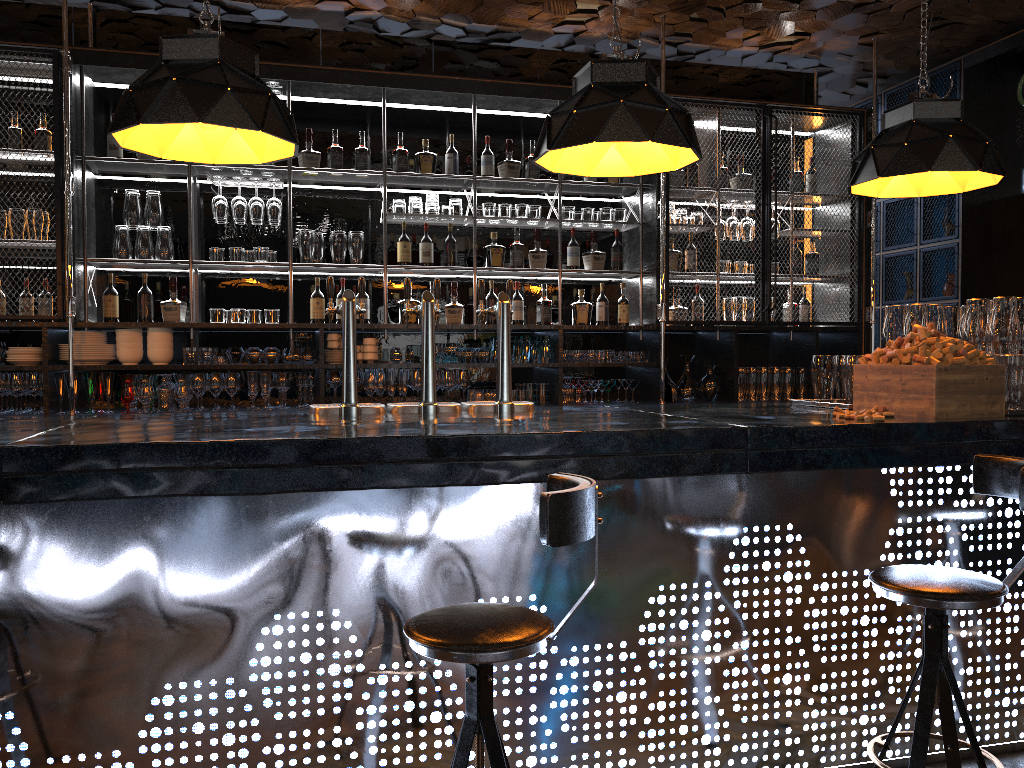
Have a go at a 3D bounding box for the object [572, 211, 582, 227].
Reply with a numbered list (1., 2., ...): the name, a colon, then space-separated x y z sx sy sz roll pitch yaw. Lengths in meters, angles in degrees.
1. object: 0.447 -1.123 6.038 0.089 0.092 0.089 -1 2 -29

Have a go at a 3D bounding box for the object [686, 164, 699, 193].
1. object: 1.247 -1.475 6.127 0.086 0.297 0.086 1 2 34

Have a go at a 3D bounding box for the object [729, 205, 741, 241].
1. object: 1.584 -1.145 6.299 0.092 0.244 0.092 -1 2 -21

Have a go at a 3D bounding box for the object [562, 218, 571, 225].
1. object: 0.360 -1.121 5.980 0.089 0.092 0.089 1 2 29

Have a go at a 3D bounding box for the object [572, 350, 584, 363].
1. object: 0.424 -0.179 5.741 0.084 0.082 0.084 -1 2 -14

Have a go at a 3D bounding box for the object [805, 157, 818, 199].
1. object: 2.157 -1.487 6.393 0.086 0.298 0.086 1 2 39

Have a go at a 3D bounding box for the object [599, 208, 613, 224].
1. object: 0.626 -1.119 5.897 0.089 0.092 0.089 1 2 24

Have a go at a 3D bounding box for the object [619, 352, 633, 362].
1. object: 0.753 -0.178 5.865 0.088 0.070 0.098 0 2 20

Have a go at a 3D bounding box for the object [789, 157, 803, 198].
1. object: 2.029 -1.476 6.332 0.083 0.282 0.083 0 2 0

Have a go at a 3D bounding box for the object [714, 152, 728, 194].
1. object: 1.453 -1.471 6.179 0.083 0.282 0.083 -1 2 -15

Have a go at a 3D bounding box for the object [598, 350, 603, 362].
1. object: 0.592 -0.184 5.885 0.084 0.082 0.084 0 2 -9

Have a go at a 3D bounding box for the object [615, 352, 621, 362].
1. object: 0.729 -0.181 5.959 0.088 0.070 0.098 0 2 8

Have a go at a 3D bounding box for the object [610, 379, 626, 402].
1. object: 0.730 0.044 6.092 0.107 0.152 0.107 0 2 -9

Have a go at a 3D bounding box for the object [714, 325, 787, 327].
1. object: 1.675 -0.404 6.213 0.437 0.019 0.273 -1 2 -15

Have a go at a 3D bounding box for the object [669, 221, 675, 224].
1. object: 1.060 -1.123 6.005 0.089 0.092 0.089 0 2 11

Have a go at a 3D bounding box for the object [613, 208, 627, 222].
1. object: 0.721 -1.120 5.929 0.089 0.092 0.089 -1 2 -29

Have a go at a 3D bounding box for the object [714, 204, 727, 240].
1. object: 1.477 -1.144 6.271 0.092 0.244 0.092 -1 2 -21

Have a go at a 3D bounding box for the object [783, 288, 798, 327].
1. object: 1.991 -0.542 6.350 0.083 0.282 0.083 -1 2 -30

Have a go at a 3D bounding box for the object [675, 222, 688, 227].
1. object: 1.155 -1.125 6.056 0.089 0.092 0.089 0 2 11

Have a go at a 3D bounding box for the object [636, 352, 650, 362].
1. object: 0.864 -0.178 5.842 0.088 0.070 0.098 0 2 -5

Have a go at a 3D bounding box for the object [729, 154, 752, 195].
1. object: 1.603 -1.470 6.220 0.123 0.279 0.123 -1 2 -11

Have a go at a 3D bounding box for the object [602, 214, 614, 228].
1. object: 0.657 -1.125 6.081 0.089 0.092 0.089 1 2 24

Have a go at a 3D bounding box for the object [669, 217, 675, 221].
1. object: 1.060 -1.146 6.005 0.089 0.092 0.089 0 2 11

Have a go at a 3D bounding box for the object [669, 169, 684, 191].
1. object: 1.106 -1.463 6.072 0.123 0.279 0.123 0 2 -6

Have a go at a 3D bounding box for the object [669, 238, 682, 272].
1. object: 1.093 -0.877 6.100 0.151 0.248 0.094 0 2 -6

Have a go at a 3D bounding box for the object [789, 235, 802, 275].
1. object: 2.028 -0.914 6.352 0.086 0.299 0.086 1 2 34

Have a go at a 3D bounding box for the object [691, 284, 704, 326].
1. object: 1.290 -0.543 6.167 0.086 0.299 0.086 1 2 34

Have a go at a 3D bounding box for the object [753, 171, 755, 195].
1. object: 1.756 -1.474 6.259 0.083 0.282 0.083 -1 2 -30

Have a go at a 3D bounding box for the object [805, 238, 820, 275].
1. object: 2.161 -0.907 6.384 0.083 0.282 0.083 0 2 -5

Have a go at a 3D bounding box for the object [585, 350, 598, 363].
1. object: 0.519 -0.180 5.764 0.084 0.082 0.084 0 2 3

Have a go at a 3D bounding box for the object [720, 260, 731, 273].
1. object: 1.467 -0.803 6.115 0.089 0.092 0.089 -1 2 -31

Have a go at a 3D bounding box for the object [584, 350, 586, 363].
1. object: 0.512 -0.183 5.864 0.084 0.082 0.084 0 2 13

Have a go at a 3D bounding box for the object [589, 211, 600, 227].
1. object: 0.554 -1.123 6.041 0.089 0.092 0.089 -1 2 -29

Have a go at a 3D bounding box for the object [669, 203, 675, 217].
1. object: 1.059 -1.172 6.004 0.089 0.092 0.089 0 2 11

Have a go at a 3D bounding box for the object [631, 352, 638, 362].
1. object: 0.836 -0.181 5.937 0.098 0.070 0.088 0 2 12

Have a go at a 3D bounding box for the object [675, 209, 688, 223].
1. object: 1.155 -1.146 6.056 0.089 0.092 0.089 0 2 11

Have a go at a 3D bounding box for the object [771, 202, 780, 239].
1. object: 1.822 -1.142 6.192 0.092 0.244 0.092 -1 2 -21

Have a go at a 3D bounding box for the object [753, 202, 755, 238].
1. object: 1.722 -1.141 6.165 0.092 0.244 0.092 -1 2 -21

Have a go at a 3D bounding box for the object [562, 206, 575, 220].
1. object: 0.372 -1.116 5.839 0.089 0.092 0.089 -1 2 -29

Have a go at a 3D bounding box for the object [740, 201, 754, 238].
1. object: 1.626 -1.140 6.140 0.092 0.244 0.092 -1 2 -21

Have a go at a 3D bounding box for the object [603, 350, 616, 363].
1. object: 0.634 -0.182 5.795 0.084 0.082 0.084 -1 2 -33

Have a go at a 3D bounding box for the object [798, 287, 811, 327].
1. object: 2.109 -0.551 6.395 0.086 0.298 0.086 1 2 34

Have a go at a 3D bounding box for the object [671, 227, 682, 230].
1. object: 1.145 -1.130 6.217 0.089 0.092 0.089 1 2 36

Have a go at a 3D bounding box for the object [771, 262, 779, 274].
1. object: 1.838 -0.809 6.257 0.089 0.092 0.089 -1 2 -31

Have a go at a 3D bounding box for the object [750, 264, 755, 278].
1. object: 1.753 -0.812 6.374 0.089 0.092 0.089 -1 2 -31

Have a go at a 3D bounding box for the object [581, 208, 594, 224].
1. object: 0.504 -1.119 5.904 0.089 0.092 0.089 -1 2 -16

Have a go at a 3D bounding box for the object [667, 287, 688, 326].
1. object: 1.130 -0.529 6.107 0.123 0.279 0.123 -1 2 -26

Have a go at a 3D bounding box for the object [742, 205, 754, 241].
1. object: 1.679 -1.146 6.325 0.092 0.244 0.092 -1 2 -21

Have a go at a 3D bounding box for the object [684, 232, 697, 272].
1. object: 1.239 -0.904 6.153 0.086 0.298 0.086 1 2 34

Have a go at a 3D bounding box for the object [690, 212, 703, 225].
1. object: 1.264 -1.126 6.073 0.089 0.092 0.089 1 2 36

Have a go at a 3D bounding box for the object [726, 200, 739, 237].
1. object: 1.520 -1.139 6.112 0.092 0.244 0.092 -1 2 -21

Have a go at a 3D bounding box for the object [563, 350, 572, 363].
1. object: 0.345 -0.178 5.723 0.084 0.082 0.084 -1 2 -22

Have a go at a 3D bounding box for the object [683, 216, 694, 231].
1. object: 1.244 -1.131 6.237 0.089 0.092 0.089 0 2 11
